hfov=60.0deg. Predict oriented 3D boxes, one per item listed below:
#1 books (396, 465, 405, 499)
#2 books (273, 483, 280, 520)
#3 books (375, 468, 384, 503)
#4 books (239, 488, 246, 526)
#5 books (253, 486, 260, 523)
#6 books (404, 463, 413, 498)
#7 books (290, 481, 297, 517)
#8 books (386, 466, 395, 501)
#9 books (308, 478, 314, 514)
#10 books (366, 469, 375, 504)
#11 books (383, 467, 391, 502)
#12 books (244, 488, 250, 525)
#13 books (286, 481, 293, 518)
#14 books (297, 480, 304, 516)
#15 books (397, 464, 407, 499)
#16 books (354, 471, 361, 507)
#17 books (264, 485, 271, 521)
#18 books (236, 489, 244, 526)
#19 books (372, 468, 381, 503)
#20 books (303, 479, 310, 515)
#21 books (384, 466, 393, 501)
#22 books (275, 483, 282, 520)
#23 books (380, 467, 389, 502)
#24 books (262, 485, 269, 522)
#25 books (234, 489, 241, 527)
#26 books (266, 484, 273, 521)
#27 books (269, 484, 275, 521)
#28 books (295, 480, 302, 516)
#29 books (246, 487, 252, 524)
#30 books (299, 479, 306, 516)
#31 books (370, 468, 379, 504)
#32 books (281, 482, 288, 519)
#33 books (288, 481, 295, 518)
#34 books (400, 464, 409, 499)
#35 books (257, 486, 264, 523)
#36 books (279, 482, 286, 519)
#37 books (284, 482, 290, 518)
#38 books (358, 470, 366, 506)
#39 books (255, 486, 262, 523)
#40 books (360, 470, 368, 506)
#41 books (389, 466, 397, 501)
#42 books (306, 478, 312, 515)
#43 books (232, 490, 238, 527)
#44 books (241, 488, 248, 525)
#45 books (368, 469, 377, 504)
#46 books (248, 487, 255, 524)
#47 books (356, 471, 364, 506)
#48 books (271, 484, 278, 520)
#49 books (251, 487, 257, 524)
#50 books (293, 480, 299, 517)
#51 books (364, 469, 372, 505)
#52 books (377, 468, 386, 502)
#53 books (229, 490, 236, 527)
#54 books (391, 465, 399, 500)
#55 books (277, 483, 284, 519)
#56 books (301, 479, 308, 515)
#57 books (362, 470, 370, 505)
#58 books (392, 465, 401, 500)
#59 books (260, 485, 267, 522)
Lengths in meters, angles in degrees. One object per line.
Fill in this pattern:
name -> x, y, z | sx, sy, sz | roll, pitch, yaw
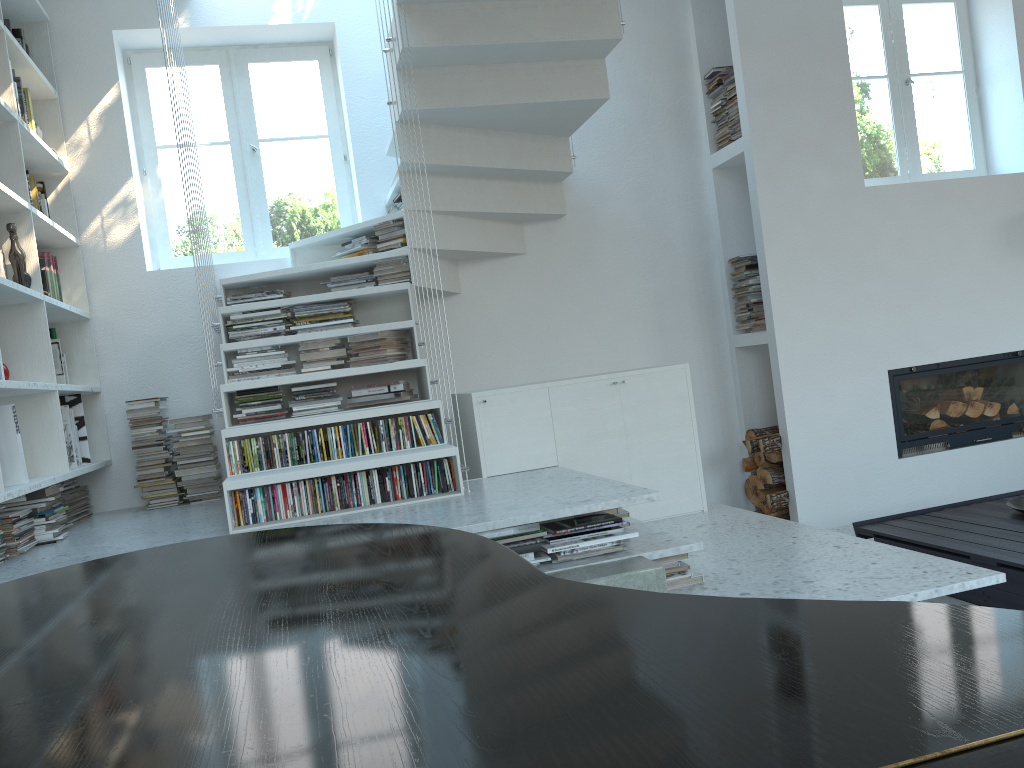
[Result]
books -> -0.426, 0.368, 3.355 | 0.010, 0.125, 0.125 | -8, 1, -14
books -> -0.862, 0.428, 3.248 | 0.007, 0.125, 0.125 | -8, 1, -14
books -> -0.502, 0.379, 3.336 | 0.010, 0.125, 0.125 | -8, 1, -14
books -> -0.975, 0.444, 3.221 | 0.009, 0.125, 0.125 | -8, 1, -14
books -> -0.930, 0.438, 3.232 | 0.007, 0.125, 0.125 | -8, 1, -14
books -> -0.397, 0.364, 3.362 | 0.010, 0.125, 0.125 | -8, 1, -14
books -> -0.803, 0.420, 3.263 | 0.007, 0.125, 0.125 | -8, 1, -14
books -> -0.460, 0.373, 3.346 | 0.007, 0.125, 0.125 | -8, 1, -14
books -> -0.743, 0.412, 3.277 | 0.008, 0.125, 0.125 | -8, 1, -14
books -> -0.533, 0.383, 3.329 | 0.011, 0.125, 0.125 | -8, 1, -14
books -> -0.474, 0.375, 3.343 | 0.007, 0.125, 0.125 | -8, 1, -14
books -> -0.960, 0.442, 3.224 | 0.007, 0.125, 0.125 | -8, 1, -14
books -> -0.819, 0.422, 3.259 | 0.008, 0.125, 0.125 | -8, 1, -14
books -> -0.781, 0.417, 3.268 | 0.008, 0.125, 0.125 | -8, 1, -14
books -> -0.418, 0.367, 3.356 | 0.008, 0.125, 0.125 | -8, 1, -14
books -> -0.580, 0.389, 3.317 | 0.010, 0.125, 0.125 | -8, 1, -14
books -> -0.892, 0.432, 3.241 | 0.008, 0.125, 0.125 | -8, 1, -14
books -> -0.984, 0.445, 3.218 | 0.010, 0.125, 0.125 | -8, 1, -14
books -> -0.509, 0.380, 3.334 | 0.008, 0.125, 0.125 | -8, 1, -14
books -> -0.758, 0.414, 3.274 | 0.008, 0.125, 0.125 | -8, 1, -14
books -> -0.468, 0.374, 3.344 | 0.007, 0.125, 0.125 | -8, 1, -14
books -> -0.855, 0.427, 3.250 | 0.007, 0.125, 0.125 | -8, 1, -14
books -> -0.483, 0.376, 3.341 | 0.008, 0.125, 0.125 | -8, 1, -14
books -> -0.899, 0.433, 3.239 | 0.008, 0.125, 0.125 | -8, 1, -14
books -> -0.993, 0.446, 3.216 | 0.008, 0.125, 0.125 | -8, 1, -14
books -> -0.885, 0.431, 3.243 | 0.008, 0.125, 0.125 | -8, 1, -14
books -> -0.877, 0.430, 3.245 | 0.008, 0.125, 0.125 | -8, 1, -14
books -> -0.788, 0.418, 3.266 | 0.008, 0.125, 0.125 | -8, 1, -14
books -> -0.953, 0.441, 3.226 | 0.008, 0.125, 0.125 | -8, 1, -14
books -> -0.774, 0.416, 3.270 | 0.008, 0.125, 0.125 | -8, 1, -14
books -> -0.517, 0.381, 3.332 | 0.008, 0.125, 0.125 | -8, 1, -14
books -> -0.834, 0.424, 3.255 | 0.008, 0.125, 0.125 | -8, 1, -14
books -> -0.811, 0.421, 3.261 | 0.009, 0.125, 0.125 | -8, 1, -14
books -> -0.408, 0.366, 3.359 | 0.012, 0.125, 0.125 | -8, 1, -14
books -> -0.914, 0.435, 3.235 | 0.009, 0.125, 0.125 | -8, 1, -14
books -> -0.840, 0.425, 3.253 | 0.008, 0.125, 0.125 | -8, 1, -14
books -> -0.826, 0.423, 3.257 | 0.007, 0.125, 0.125 | -8, 1, -14
books -> -0.564, 0.387, 3.321 | 0.008, 0.125, 0.125 | -8, 1, -14
books -> -0.922, 0.436, 3.234 | 0.009, 0.125, 0.125 | -8, 1, -14
books -> -0.556, 0.386, 3.323 | 0.008, 0.125, 0.125 | -8, 1, -14
books -> -0.453, 0.372, 3.348 | 0.008, 0.125, 0.125 | -8, 1, -14
books -> -0.750, 0.413, 3.275 | 0.008, 0.125, 0.125 | -8, 1, -14
books -> -1.000, 0.447, 3.215 | 0.008, 0.125, 0.125 | -8, 1, -14
books -> -0.968, 0.443, 3.222 | 0.007, 0.125, 0.125 | -8, 1, -14
books -> -0.526, 0.382, 3.330 | 0.011, 0.125, 0.125 | -8, 1, -14
books -> -0.946, 0.440, 3.228 | 0.008, 0.125, 0.125 | -8, 1, -14
books -> -0.571, 0.388, 3.319 | 0.008, 0.125, 0.125 | -8, 1, -14
books -> -0.869, 0.429, 3.246 | 0.008, 0.125, 0.125 | -8, 1, -14
books -> -0.938, 0.439, 3.230 | 0.010, 0.125, 0.125 | -8, 1, -14
books -> -0.796, 0.419, 3.264 | 0.007, 0.125, 0.125 | -8, 1, -14
books -> -0.542, 0.384, 3.326 | 0.008, 0.125, 0.125 | -8, 1, -14
books -> -0.493, 0.378, 3.338 | 0.012, 0.125, 0.125 | -8, 1, -14
books -> -1.008, 0.448, 3.213 | 0.007, 0.125, 0.125 | -8, 1, -14
books -> -0.445, 0.371, 3.350 | 0.008, 0.125, 0.125 | -8, 1, -14
books -> -0.848, 0.426, 3.252 | 0.007, 0.125, 0.125 | -8, 1, -14
books -> -0.766, 0.415, 3.272 | 0.007, 0.125, 0.125 | -8, 1, -14
books -> -0.550, 0.385, 3.324 | 0.007, 0.125, 0.125 | -8, 1, -14
books -> -0.436, 0.370, 3.352 | 0.010, 0.125, 0.125 | -8, 1, -14
books -> -0.906, 0.434, 3.237 | 0.007, 0.125, 0.125 | -8, 1, -14
